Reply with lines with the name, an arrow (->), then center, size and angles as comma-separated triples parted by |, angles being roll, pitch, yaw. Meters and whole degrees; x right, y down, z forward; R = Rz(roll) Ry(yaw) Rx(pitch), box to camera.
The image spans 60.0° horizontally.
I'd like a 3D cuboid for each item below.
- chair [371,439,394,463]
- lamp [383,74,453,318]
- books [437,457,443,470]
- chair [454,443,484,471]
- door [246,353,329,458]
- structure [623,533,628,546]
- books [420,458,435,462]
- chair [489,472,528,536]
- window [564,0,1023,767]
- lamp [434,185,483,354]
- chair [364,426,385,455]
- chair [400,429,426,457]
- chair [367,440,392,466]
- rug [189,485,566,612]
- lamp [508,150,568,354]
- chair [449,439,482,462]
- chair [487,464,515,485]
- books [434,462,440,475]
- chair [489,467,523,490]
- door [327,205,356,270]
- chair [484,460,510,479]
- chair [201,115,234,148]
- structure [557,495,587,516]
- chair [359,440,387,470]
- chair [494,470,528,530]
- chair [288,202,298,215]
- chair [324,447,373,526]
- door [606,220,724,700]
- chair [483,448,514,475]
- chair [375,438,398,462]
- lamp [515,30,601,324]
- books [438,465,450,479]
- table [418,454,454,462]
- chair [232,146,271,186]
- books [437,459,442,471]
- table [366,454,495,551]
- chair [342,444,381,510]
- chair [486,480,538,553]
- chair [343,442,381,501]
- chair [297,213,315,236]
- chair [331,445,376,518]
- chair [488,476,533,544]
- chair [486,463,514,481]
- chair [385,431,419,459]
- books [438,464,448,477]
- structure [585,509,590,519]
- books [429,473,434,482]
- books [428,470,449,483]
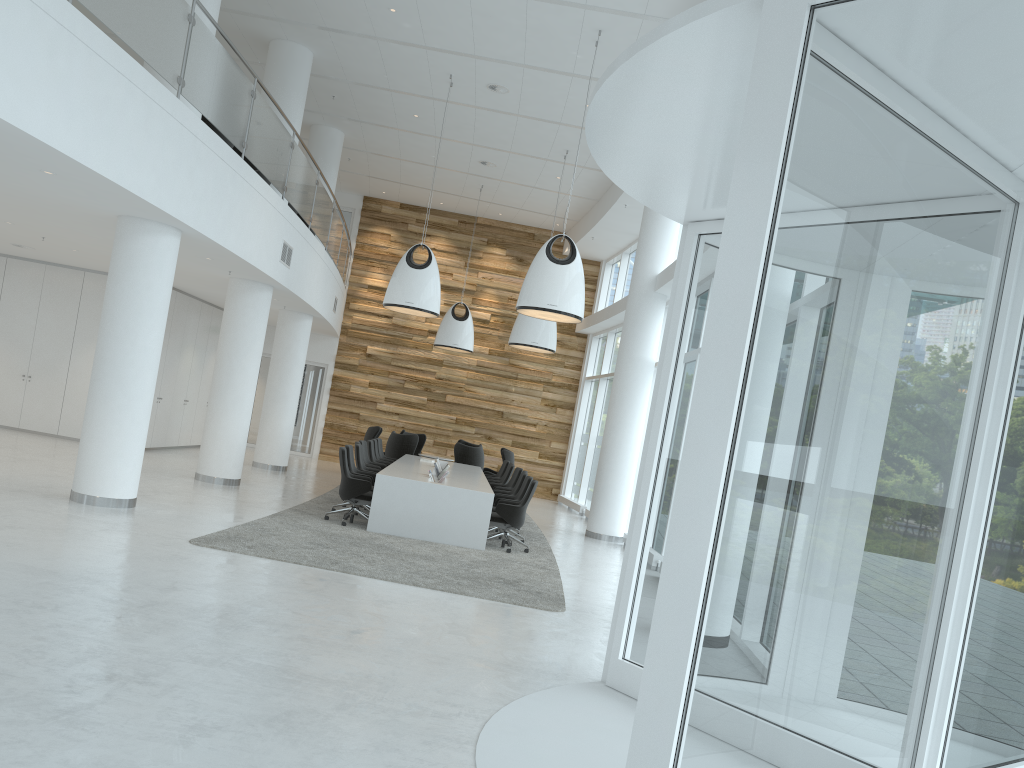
chair -> -2.358, 1.532, 16.269 | 0.674, 0.967, 0.685 | 10, 0, -4
lamp -> -1.236, -2.900, 13.588 | 0.878, 3.650, 0.889 | 11, 1, 42
books -> -1.392, 1.530, 17.026 | 0.153, 0.241, 0.182 | 10, 0, -3
chair -> -1.042, 1.791, 18.549 | 0.919, 1.153, 0.912 | 11, -1, -43
door -> -5.703, 0.535, 22.366 | 1.806, 2.403, 0.132 | 10, 1, -2
structure -> 1.976, 2.548, 13.551 | 0.150, 0.214, 2.690 | 10, -3, -1
books -> -1.564, 1.410, 16.402 | 0.224, 0.026, 0.264 | 10, -3, 6
chair -> -0.142, 1.770, 13.330 | 0.674, 0.967, 0.685 | 10, 0, -4
window -> -17.774, -3.754, 17.707 | 62.552, 6.144, 31.008 | 8, -4, 36
lamp -> -0.974, -2.547, 19.442 | 0.879, 3.650, 0.888 | 11, 1, 35
chair -> -2.828, 1.521, 19.446 | 0.920, 1.153, 0.911 | 10, -1, -13
chair -> -2.311, 1.668, 20.495 | 0.919, 1.153, 0.912 | 11, -1, -43
chair -> -2.296, 1.500, 15.452 | 0.674, 0.967, 0.685 | 10, 0, -4
rug -> -1.463, 2.105, 14.732 | 3.941, 0.010, 13.447 | 10, -3, -3
lamp -> 0.676, -2.428, 16.142 | 0.878, 3.650, 0.889 | 11, 1, 40
chair -> -1.165, 1.876, 20.576 | 0.911, 1.153, 0.920 | 10, -1, 17
chair -> -0.327, 1.857, 15.605 | 0.674, 0.967, 0.685 | 10, 0, -4
books -> -1.256, 1.443, 14.933 | 0.153, 0.239, 0.190 | 10, -1, -3
chair -> -0.198, 1.841, 14.876 | 0.675, 0.967, 0.684 | 10, 0, -9
door -> -5.012, -3.370, 22.300 | 1.806, 2.403, 0.132 | 10, 1, -2
chair -> -0.422, 1.928, 17.291 | 0.675, 0.967, 0.684 | 10, 0, -9
chair -> -3.801, -3.155, 10.758 | 0.916, 1.153, 0.915 | 10, -1, -13
structure -> 1.381, 2.813, 20.610 | 0.150, 0.214, 2.686 | 10, -3, -7
chair -> -2.309, 1.457, 14.688 | 0.674, 0.967, 0.685 | 10, 0, 1
chair -> -0.129, 1.813, 14.094 | 0.674, 0.967, 0.685 | 10, 0, 1
chair -> -3.950, -2.985, 14.514 | 0.917, 1.153, 0.914 | 10, -1, -16
chair -> -2.016, 1.342, 11.491 | 0.675, 0.967, 0.684 | 10, 0, -9
door -> 2.213, 0.620, 4.305 | 2.992, 3.112, 3.001 | 10, -1, 6
chair -> -0.450, 1.953, 19.635 | 0.920, 1.153, 0.911 | 10, -1, -13
chair -> -2.406, 1.565, 17.081 | 0.674, 0.967, 0.685 | 10, 0, 1
lamp -> 0.791, -2.660, 11.315 | 0.878, 3.650, 0.889 | 11, 1, 42
books -> -1.124, 1.445, 14.605 | 0.158, 0.241, 0.352 | 10, -2, -3
table -> -1.724, 1.948, 19.518 | 0.796, 0.697, 0.803 | 10, -1, 21
chair -> -3.801, -3.066, 12.468 | 0.916, 1.153, 0.915 | 10, -1, -10
books -> -1.366, 1.524, 16.689 | 0.139, 0.223, 0.162 | 10, 0, -3
table -> -1.226, 1.754, 14.398 | 1.501, 0.739, 6.555 | 10, -3, -3
chair -> -2.111, 1.413, 13.178 | 0.674, 0.967, 0.685 | 10, 0, -4
chair -> -0.031, 1.704, 11.702 | 0.674, 0.967, 0.685 | 10, 0, 1
chair -> -2.240, 1.429, 13.907 | 0.675, 0.967, 0.684 | 10, 0, -9
chair -> -4.036, -2.910, 16.221 | 0.916, 1.153, 0.915 | 10, -1, -13
chair -> -2.104, 1.372, 12.363 | 0.674, 0.967, 0.685 | 10, 0, -4
chair -> -0.080, 1.738, 12.514 | 0.674, 0.967, 0.685 | 10, 0, -4
chair -> -0.334, 1.898, 16.420 | 0.674, 0.967, 0.685 | 10, 0, -4
chair -> -2.207, 1.582, 18.497 | 0.911, 1.153, 0.920 | 10, -1, 17
books -> -1.136, 1.424, 14.584 | 0.139, 0.229, 0.356 | 10, -2, -3
structure -> 1.734, 2.711, 17.471 | 0.150, 0.214, 2.688 | 10, -3, -5
books -> -1.087, 1.341, 12.164 | 0.144, 0.226, 0.203 | 10, -1, -4
books -> -1.054, 1.362, 12.662 | 0.230, 0.275, 0.599 | 10, -2, 17
